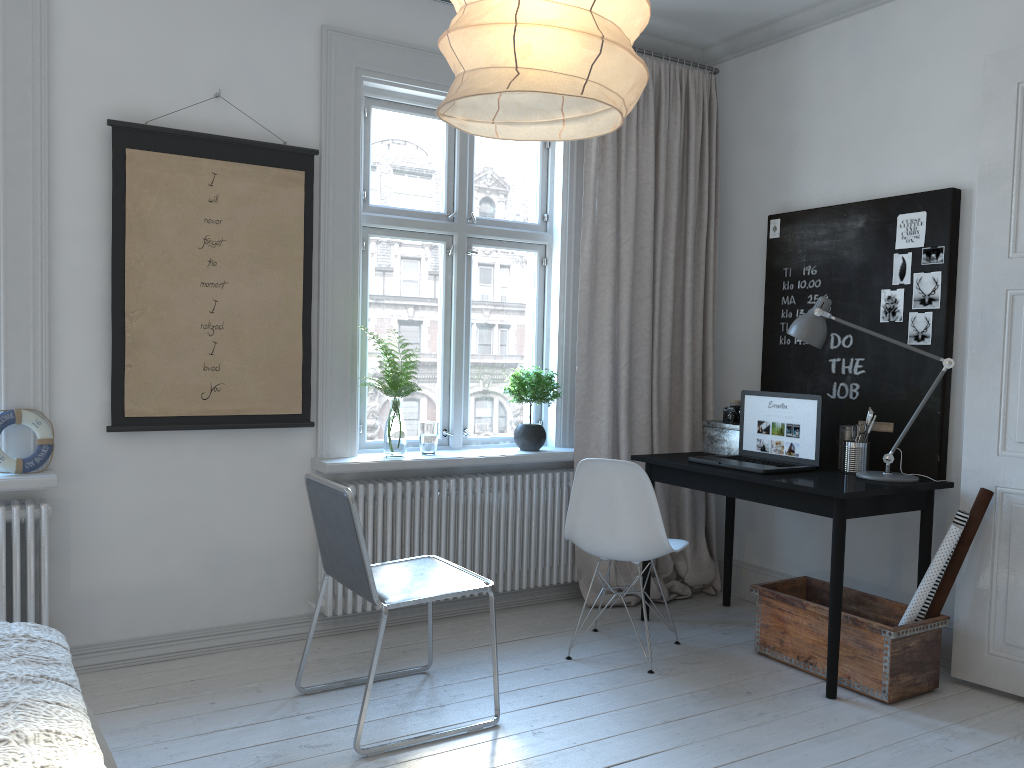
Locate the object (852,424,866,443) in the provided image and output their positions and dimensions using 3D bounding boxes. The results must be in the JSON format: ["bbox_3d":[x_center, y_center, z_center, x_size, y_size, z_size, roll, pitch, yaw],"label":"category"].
[{"bbox_3d":[1.414,0.260,3.654,0.050,0.198,0.081,1,3,-7],"label":"object"}]

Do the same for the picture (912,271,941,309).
[{"bbox_3d":[1.678,-0.381,3.589,0.002,0.153,0.121,-1,3,-32],"label":"picture"}]

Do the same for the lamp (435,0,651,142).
[{"bbox_3d":[0.062,-1.034,1.385,0.340,1.232,0.338,1,3,-1],"label":"lamp"}]

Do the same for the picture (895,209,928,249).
[{"bbox_3d":[1.641,-0.637,3.645,0.004,0.154,0.147,-1,3,-32],"label":"picture"}]

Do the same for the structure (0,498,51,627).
[{"bbox_3d":[-2.268,0.683,2.809,1.505,0.548,0.195,0,3,-32],"label":"structure"}]

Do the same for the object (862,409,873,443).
[{"bbox_3d":[1.438,0.231,3.623,0.062,0.264,0.012,2,3,10],"label":"object"}]

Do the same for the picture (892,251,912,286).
[{"bbox_3d":[1.620,-0.478,3.683,0.002,0.146,0.083,-1,4,-32],"label":"picture"}]

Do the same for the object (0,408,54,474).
[{"bbox_3d":[-1.720,0.200,3.092,0.079,0.228,0.236,4,4,44],"label":"object"}]

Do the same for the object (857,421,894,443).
[{"bbox_3d":[1.481,0.259,3.628,0.138,0.209,0.034,4,4,38],"label":"object"}]

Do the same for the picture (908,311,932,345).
[{"bbox_3d":[1.663,-0.229,3.615,0.001,0.136,0.103,-1,3,-32],"label":"picture"}]

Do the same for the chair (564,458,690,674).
[{"bbox_3d":[0.458,0.687,3.611,0.474,0.825,0.554,3,3,23],"label":"chair"}]

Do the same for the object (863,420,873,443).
[{"bbox_3d":[1.431,0.253,3.617,0.082,0.222,0.009,1,3,-2],"label":"object"}]

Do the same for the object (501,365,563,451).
[{"bbox_3d":[0.087,0.112,4.226,0.309,0.407,0.271,2,3,18],"label":"object"}]

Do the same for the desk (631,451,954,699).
[{"bbox_3d":[1.116,0.732,3.764,0.651,0.759,1.158,0,3,-32],"label":"desk"}]

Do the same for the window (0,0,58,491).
[{"bbox_3d":[-5.947,-0.768,2.535,7.978,7.016,11.956,0,3,-32],"label":"window"}]

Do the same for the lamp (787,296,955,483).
[{"bbox_3d":[1.406,0.012,3.517,0.616,0.716,0.230,3,3,29],"label":"lamp"}]

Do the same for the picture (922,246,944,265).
[{"bbox_3d":[1.693,-0.519,3.566,0.001,0.071,0.095,-1,3,-32],"label":"picture"}]

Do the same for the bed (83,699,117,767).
[{"bbox_3d":[-1.565,0.624,0.932,2.176,1.047,1.886,0,3,-32],"label":"bed"}]

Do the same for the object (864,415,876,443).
[{"bbox_3d":[1.432,0.244,3.604,0.084,0.240,0.009,4,4,35],"label":"object"}]

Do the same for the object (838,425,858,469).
[{"bbox_3d":[1.424,0.272,3.754,0.079,0.188,0.079,4,4,37],"label":"object"}]

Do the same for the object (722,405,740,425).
[{"bbox_3d":[1.011,0.141,4.078,0.073,0.087,0.137,0,3,-32],"label":"object"}]

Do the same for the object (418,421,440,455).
[{"bbox_3d":[-0.372,0.241,3.951,0.097,0.146,0.097,0,3,-26],"label":"object"}]

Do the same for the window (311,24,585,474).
[{"bbox_3d":[-15.825,-2.910,9.618,25.641,15.035,26.522,0,3,-32],"label":"window"}]

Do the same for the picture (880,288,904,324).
[{"bbox_3d":[1.595,-0.328,3.723,0.001,0.150,0.107,-1,3,-32],"label":"picture"}]

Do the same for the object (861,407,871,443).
[{"bbox_3d":[1.435,0.228,3.627,0.060,0.268,0.008,1,3,-15],"label":"object"}]

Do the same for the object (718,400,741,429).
[{"bbox_3d":[1.019,0.143,4.194,0.167,0.130,0.056,0,3,-33],"label":"object"}]

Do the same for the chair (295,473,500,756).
[{"bbox_3d":[-0.384,0.704,2.976,0.524,0.798,0.561,0,3,-32],"label":"chair"}]

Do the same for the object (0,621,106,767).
[{"bbox_3d":[-0.843,0.588,1.367,0.405,0.104,1.459,0,3,-32],"label":"object"}]

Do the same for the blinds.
[{"bbox_3d":[0.700,-0.247,4.302,0.831,2.650,0.224,0,4,-32],"label":"blinds"}]

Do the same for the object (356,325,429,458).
[{"bbox_3d":[-0.521,0.032,3.838,0.305,0.565,0.414,2,3,2],"label":"object"}]

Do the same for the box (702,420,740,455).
[{"bbox_3d":[1.055,0.258,4.184,0.193,0.152,0.316,0,3,-32],"label":"box"}]

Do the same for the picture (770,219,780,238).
[{"bbox_3d":[1.262,-0.746,4.258,0.004,0.088,0.061,-1,4,-35],"label":"picture"}]

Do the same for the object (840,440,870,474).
[{"bbox_3d":[1.410,0.300,3.642,0.108,0.128,0.108,1,3,-17],"label":"object"}]

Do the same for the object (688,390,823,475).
[{"bbox_3d":[1.019,0.194,3.750,0.325,0.316,0.445,0,3,-32],"label":"object"}]

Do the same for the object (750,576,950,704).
[{"bbox_3d":[1.298,0.985,3.474,0.339,0.283,0.664,0,3,-32],"label":"object"}]

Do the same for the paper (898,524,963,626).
[{"bbox_3d":[1.477,0.807,3.240,0.283,0.627,0.041,4,4,36],"label":"paper"}]

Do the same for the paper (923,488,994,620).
[{"bbox_3d":[1.602,0.748,3.283,0.297,0.747,0.048,2,3,13],"label":"paper"}]

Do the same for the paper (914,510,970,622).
[{"bbox_3d":[1.527,0.789,3.271,0.266,0.669,0.043,2,3,13],"label":"paper"}]

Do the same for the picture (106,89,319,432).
[{"bbox_3d":[-1.145,-0.477,3.445,0.793,1.314,0.057,0,4,-32],"label":"picture"}]

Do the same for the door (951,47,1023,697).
[{"bbox_3d":[2.633,-0.051,2.375,0.577,2.508,2.596,-1,3,-32],"label":"door"}]

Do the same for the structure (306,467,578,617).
[{"bbox_3d":[-0.203,0.687,4.088,1.505,0.548,0.195,0,3,-32],"label":"structure"}]

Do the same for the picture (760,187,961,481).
[{"bbox_3d":[1.496,-0.213,3.943,0.064,1.173,0.952,-1,3,-32],"label":"picture"}]
